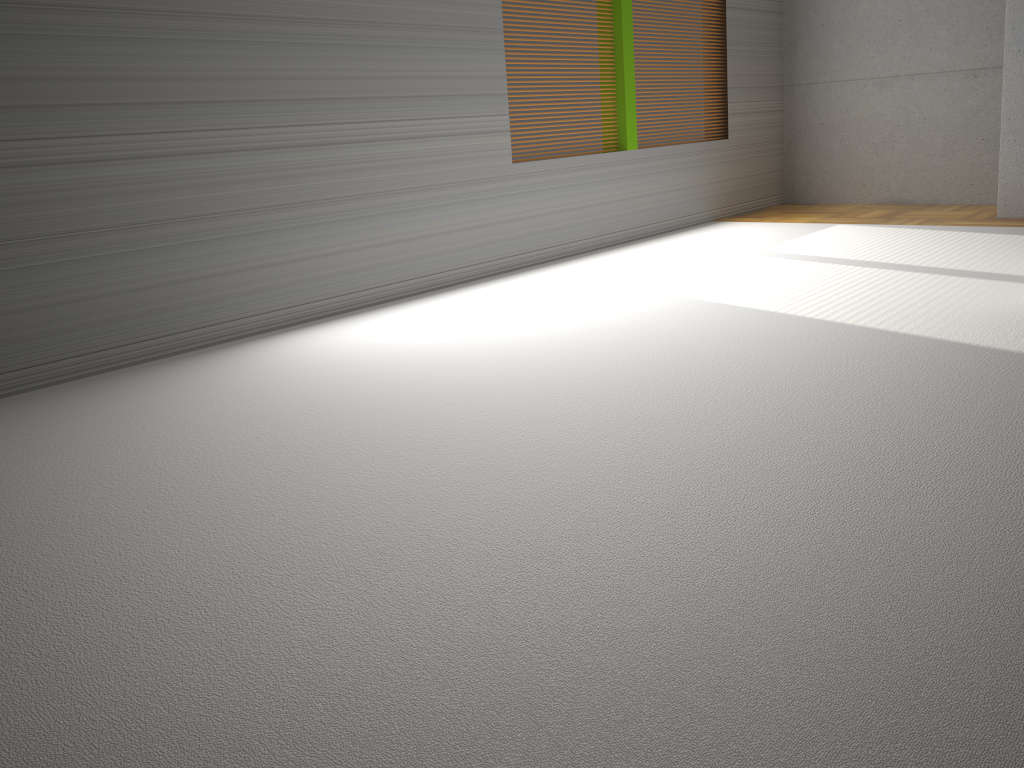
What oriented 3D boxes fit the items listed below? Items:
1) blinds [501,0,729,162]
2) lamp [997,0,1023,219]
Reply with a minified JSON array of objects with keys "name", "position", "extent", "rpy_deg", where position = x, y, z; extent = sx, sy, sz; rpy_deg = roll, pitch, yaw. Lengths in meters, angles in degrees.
[{"name":"blinds","position":[0.723,-2.581,6.274],"extent":[0.012,2.011,3.576],"rpy_deg":[6,18,41]},{"name":"lamp","position":[3.788,-2.096,6.451],"extent":[0.201,1.664,0.807],"rpy_deg":[6,16,41]}]
